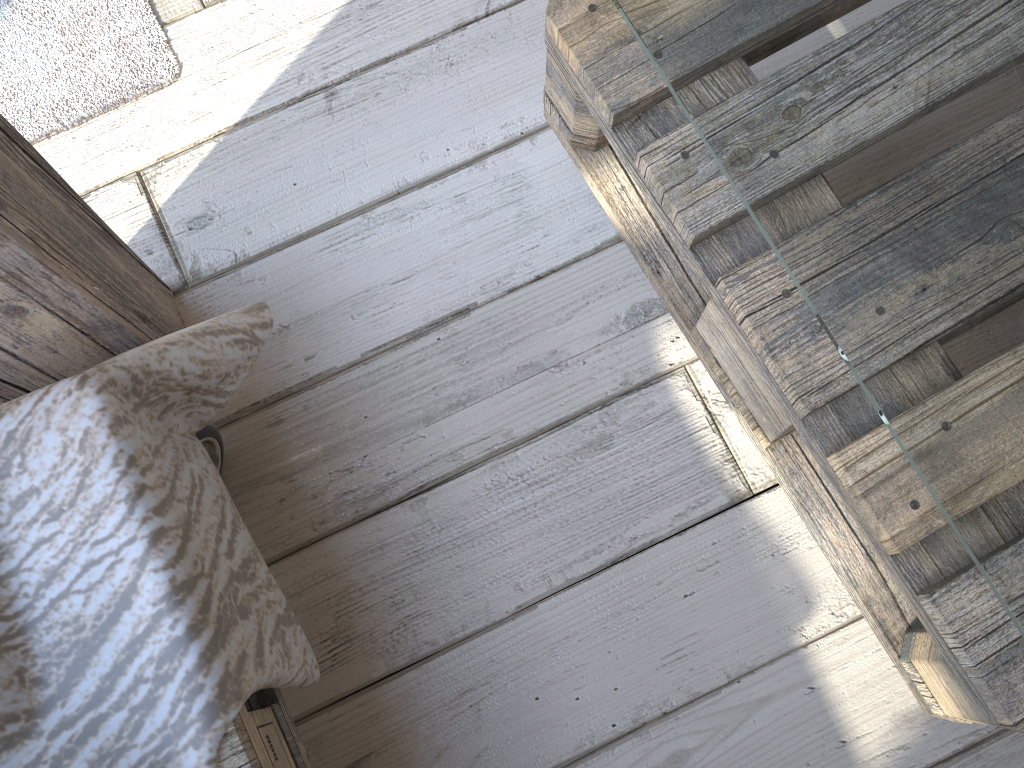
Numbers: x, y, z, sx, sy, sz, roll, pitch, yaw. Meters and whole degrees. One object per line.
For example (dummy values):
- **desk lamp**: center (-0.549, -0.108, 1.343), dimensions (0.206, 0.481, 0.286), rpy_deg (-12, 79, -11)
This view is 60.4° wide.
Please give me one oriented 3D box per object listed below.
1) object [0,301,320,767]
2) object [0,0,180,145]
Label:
- **object**: center (-0.584, 0.342, 0.614), dimensions (0.810, 0.485, 0.988), rpy_deg (4, 79, 2)
- **object**: center (-2.045, -1.276, 1.170), dimensions (2.180, 0.058, 3.129), rpy_deg (-25, 81, -3)
